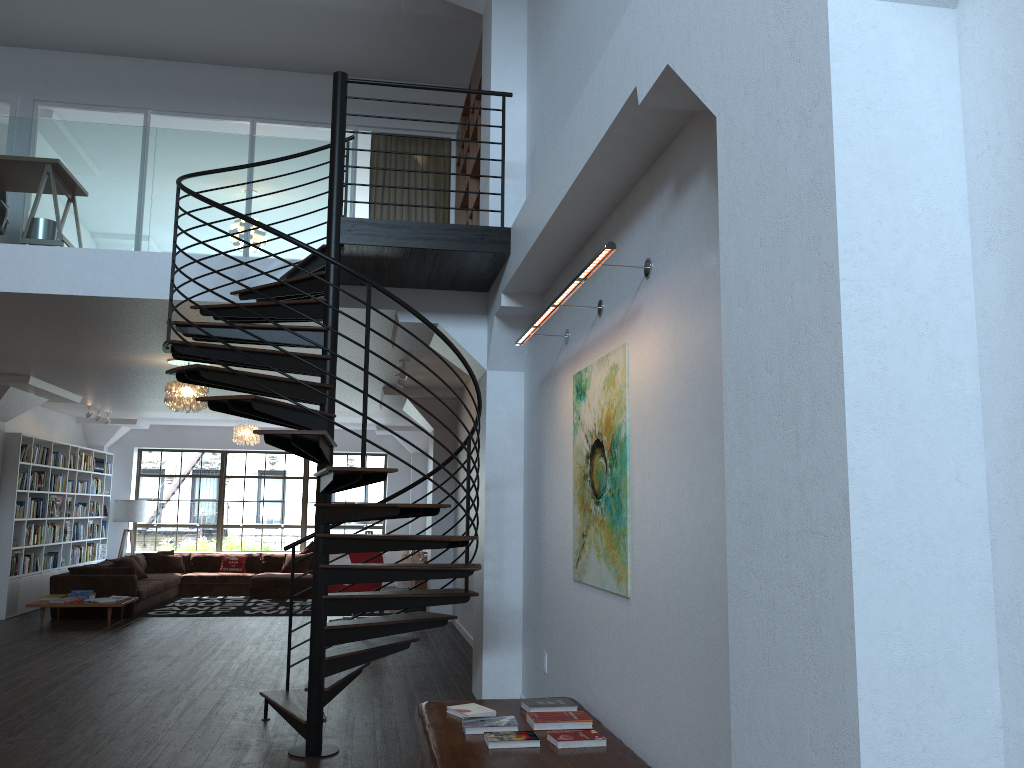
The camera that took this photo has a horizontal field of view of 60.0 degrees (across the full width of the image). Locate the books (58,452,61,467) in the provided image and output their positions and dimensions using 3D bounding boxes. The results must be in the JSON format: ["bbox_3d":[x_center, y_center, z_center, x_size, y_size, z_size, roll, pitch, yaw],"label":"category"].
[{"bbox_3d":[-6.910,1.144,13.381,0.158,0.226,0.052,2,-8,-9],"label":"books"}]

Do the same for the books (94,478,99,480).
[{"bbox_3d":[-7.250,1.764,15.336,0.176,0.290,0.036,2,-8,-10],"label":"books"}]

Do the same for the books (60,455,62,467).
[{"bbox_3d":[-6.917,1.174,13.467,0.139,0.191,0.036,2,-8,-9],"label":"books"}]

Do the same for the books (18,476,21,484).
[{"bbox_3d":[-6.632,1.313,11.760,0.161,0.182,0.170,2,-8,-9],"label":"books"}]

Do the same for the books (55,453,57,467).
[{"bbox_3d":[-6.878,1.138,13.250,0.146,0.202,0.027,2,-8,-9],"label":"books"}]

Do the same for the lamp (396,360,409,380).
[{"bbox_3d":[-1.133,-0.143,9.246,0.120,0.211,0.111,6,-10,-35],"label":"lamp"}]

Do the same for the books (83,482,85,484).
[{"bbox_3d":[-7.133,1.710,14.639,0.127,0.200,0.020,2,-8,-9],"label":"books"}]

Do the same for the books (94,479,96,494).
[{"bbox_3d":[-7.211,1.755,15.143,0.183,0.253,0.034,2,-8,-10],"label":"books"}]

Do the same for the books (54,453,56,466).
[{"bbox_3d":[-6.861,1.127,13.171,0.146,0.202,0.027,2,-8,-9],"label":"books"}]

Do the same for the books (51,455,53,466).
[{"bbox_3d":[-6.842,1.125,13.055,0.126,0.173,0.032,2,-8,-9],"label":"books"}]

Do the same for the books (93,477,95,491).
[{"bbox_3d":[-7.202,1.726,15.070,0.176,0.290,0.053,2,-8,-10],"label":"books"}]

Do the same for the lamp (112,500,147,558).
[{"bbox_3d":[-6.965,2.898,16.058,0.545,1.579,0.545,4,-9,-20],"label":"lamp"}]

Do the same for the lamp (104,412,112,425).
[{"bbox_3d":[-6.645,0.565,14.578,0.120,0.211,0.111,6,-10,-35],"label":"lamp"}]

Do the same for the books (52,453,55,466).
[{"bbox_3d":[-6.864,1.122,13.143,0.146,0.202,0.027,2,-8,-9],"label":"books"}]

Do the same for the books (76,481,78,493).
[{"bbox_3d":[-7.060,1.656,14.264,0.146,0.202,0.027,2,-8,-9],"label":"books"}]

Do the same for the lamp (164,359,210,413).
[{"bbox_3d":[-3.444,0.030,9.406,0.441,0.539,0.442,-5,-10,33],"label":"lamp"}]

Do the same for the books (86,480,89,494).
[{"bbox_3d":[-7.164,1.719,14.800,0.158,0.226,0.052,2,-8,-9],"label":"books"}]

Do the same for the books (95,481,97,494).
[{"bbox_3d":[-7.227,1.782,15.226,0.161,0.223,0.027,2,-8,-10],"label":"books"}]

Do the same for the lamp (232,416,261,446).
[{"bbox_3d":[-4.286,0.729,14.348,0.441,0.539,0.442,-5,-10,33],"label":"lamp"}]

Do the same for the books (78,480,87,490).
[{"bbox_3d":[-7.153,1.711,14.753,0.140,0.231,0.042,2,-8,-9],"label":"books"}]

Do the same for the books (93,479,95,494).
[{"bbox_3d":[-7.209,1.750,15.110,0.183,0.253,0.034,2,-8,-10],"label":"books"}]

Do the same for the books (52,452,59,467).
[{"bbox_3d":[-6.896,1.135,13.334,0.140,0.231,0.042,2,-8,-9],"label":"books"}]

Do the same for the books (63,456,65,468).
[{"bbox_3d":[-6.946,1.197,13.604,0.134,0.184,0.030,2,-8,-9],"label":"books"}]

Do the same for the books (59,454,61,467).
[{"bbox_3d":[-6.914,1.148,13.429,0.140,0.231,0.042,2,-8,-9],"label":"books"}]

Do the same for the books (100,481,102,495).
[{"bbox_3d":[-7.286,1.814,15.512,0.174,0.240,0.045,2,-8,-10],"label":"books"}]

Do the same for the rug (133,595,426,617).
[{"bbox_3d":[-3.294,3.378,13.599,4.200,0.007,3.100,2,-8,-8],"label":"rug"}]

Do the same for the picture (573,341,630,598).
[{"bbox_3d":[0.455,0.465,4.700,0.010,1.200,1.095,2,-8,-9],"label":"picture"}]

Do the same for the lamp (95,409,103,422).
[{"bbox_3d":[-6.560,0.493,14.071,0.111,0.211,0.120,-6,-11,39],"label":"lamp"}]

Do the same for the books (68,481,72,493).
[{"bbox_3d":[-7.014,1.622,13.979,0.139,0.191,0.036,2,-8,-9],"label":"books"}]

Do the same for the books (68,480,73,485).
[{"bbox_3d":[-7.025,1.621,14.010,0.146,0.202,0.027,2,-8,-9],"label":"books"}]

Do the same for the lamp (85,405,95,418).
[{"bbox_3d":[-6.476,0.423,13.577,0.111,0.211,0.120,-3,-9,24],"label":"lamp"}]

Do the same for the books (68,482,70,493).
[{"bbox_3d":[-6.985,1.620,13.875,0.107,0.167,0.017,2,-8,-9],"label":"books"}]

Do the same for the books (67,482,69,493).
[{"bbox_3d":[-6.983,1.613,13.824,0.120,0.167,0.020,2,-8,-9],"label":"books"}]

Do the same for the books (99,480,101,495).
[{"bbox_3d":[-7.279,1.802,15.475,0.183,0.253,0.034,2,-8,-10],"label":"books"}]

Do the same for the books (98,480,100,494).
[{"bbox_3d":[-7.257,1.786,15.381,0.180,0.259,0.060,2,-8,-10],"label":"books"}]

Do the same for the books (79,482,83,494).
[{"bbox_3d":[-7.124,1.709,14.571,0.134,0.184,0.030,2,-8,-9],"label":"books"}]

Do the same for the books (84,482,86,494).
[{"bbox_3d":[-7.137,1.717,14.672,0.136,0.196,0.045,2,-8,-9],"label":"books"}]

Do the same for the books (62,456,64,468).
[{"bbox_3d":[-6.930,1.194,13.559,0.128,0.178,0.022,2,-8,-9],"label":"books"}]

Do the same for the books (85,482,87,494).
[{"bbox_3d":[-7.142,1.725,14.712,0.139,0.191,0.036,2,-8,-9],"label":"books"}]

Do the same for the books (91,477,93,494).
[{"bbox_3d":[-7.192,1.713,14.960,0.198,0.284,0.066,2,-8,-10],"label":"books"}]

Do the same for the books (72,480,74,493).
[{"bbox_3d":[-7.021,1.625,14.038,0.146,0.202,0.027,2,-8,-9],"label":"books"}]

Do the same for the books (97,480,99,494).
[{"bbox_3d":[-7.236,1.777,15.301,0.183,0.253,0.034,2,-8,-10],"label":"books"}]

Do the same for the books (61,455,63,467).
[{"bbox_3d":[-6.926,1.177,13.507,0.136,0.196,0.045,2,-8,-9],"label":"books"}]

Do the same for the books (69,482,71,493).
[{"bbox_3d":[-7.003,1.623,13.923,0.126,0.173,0.032,2,-8,-9],"label":"books"}]

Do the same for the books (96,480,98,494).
[{"bbox_3d":[-7.240,1.778,15.260,0.174,0.240,0.045,2,-8,-10],"label":"books"}]

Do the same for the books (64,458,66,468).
[{"bbox_3d":[-6.941,1.221,13.666,0.110,0.153,0.019,2,-8,-9],"label":"books"}]

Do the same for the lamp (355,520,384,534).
[{"bbox_3d":[-2.695,3.028,16.660,0.545,1.579,0.545,0,-8,1],"label":"lamp"}]

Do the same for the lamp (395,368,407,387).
[{"bbox_3d":[-1.218,-0.071,9.753,0.111,0.211,0.120,-6,-11,39],"label":"lamp"}]

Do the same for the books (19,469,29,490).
[{"bbox_3d":[-6.676,1.301,12.062,0.176,0.290,0.053,2,-8,-9],"label":"books"}]

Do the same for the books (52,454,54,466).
[{"bbox_3d":[-6.854,1.123,13.111,0.139,0.191,0.036,2,-8,-9],"label":"books"}]

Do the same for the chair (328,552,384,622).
[{"bbox_3d":[-2.107,2.633,11.836,0.801,1.006,0.798,-2,-8,16],"label":"chair"}]

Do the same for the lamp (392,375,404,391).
[{"bbox_3d":[-1.302,-0.001,10.247,0.111,0.211,0.120,-3,-9,24],"label":"lamp"}]
